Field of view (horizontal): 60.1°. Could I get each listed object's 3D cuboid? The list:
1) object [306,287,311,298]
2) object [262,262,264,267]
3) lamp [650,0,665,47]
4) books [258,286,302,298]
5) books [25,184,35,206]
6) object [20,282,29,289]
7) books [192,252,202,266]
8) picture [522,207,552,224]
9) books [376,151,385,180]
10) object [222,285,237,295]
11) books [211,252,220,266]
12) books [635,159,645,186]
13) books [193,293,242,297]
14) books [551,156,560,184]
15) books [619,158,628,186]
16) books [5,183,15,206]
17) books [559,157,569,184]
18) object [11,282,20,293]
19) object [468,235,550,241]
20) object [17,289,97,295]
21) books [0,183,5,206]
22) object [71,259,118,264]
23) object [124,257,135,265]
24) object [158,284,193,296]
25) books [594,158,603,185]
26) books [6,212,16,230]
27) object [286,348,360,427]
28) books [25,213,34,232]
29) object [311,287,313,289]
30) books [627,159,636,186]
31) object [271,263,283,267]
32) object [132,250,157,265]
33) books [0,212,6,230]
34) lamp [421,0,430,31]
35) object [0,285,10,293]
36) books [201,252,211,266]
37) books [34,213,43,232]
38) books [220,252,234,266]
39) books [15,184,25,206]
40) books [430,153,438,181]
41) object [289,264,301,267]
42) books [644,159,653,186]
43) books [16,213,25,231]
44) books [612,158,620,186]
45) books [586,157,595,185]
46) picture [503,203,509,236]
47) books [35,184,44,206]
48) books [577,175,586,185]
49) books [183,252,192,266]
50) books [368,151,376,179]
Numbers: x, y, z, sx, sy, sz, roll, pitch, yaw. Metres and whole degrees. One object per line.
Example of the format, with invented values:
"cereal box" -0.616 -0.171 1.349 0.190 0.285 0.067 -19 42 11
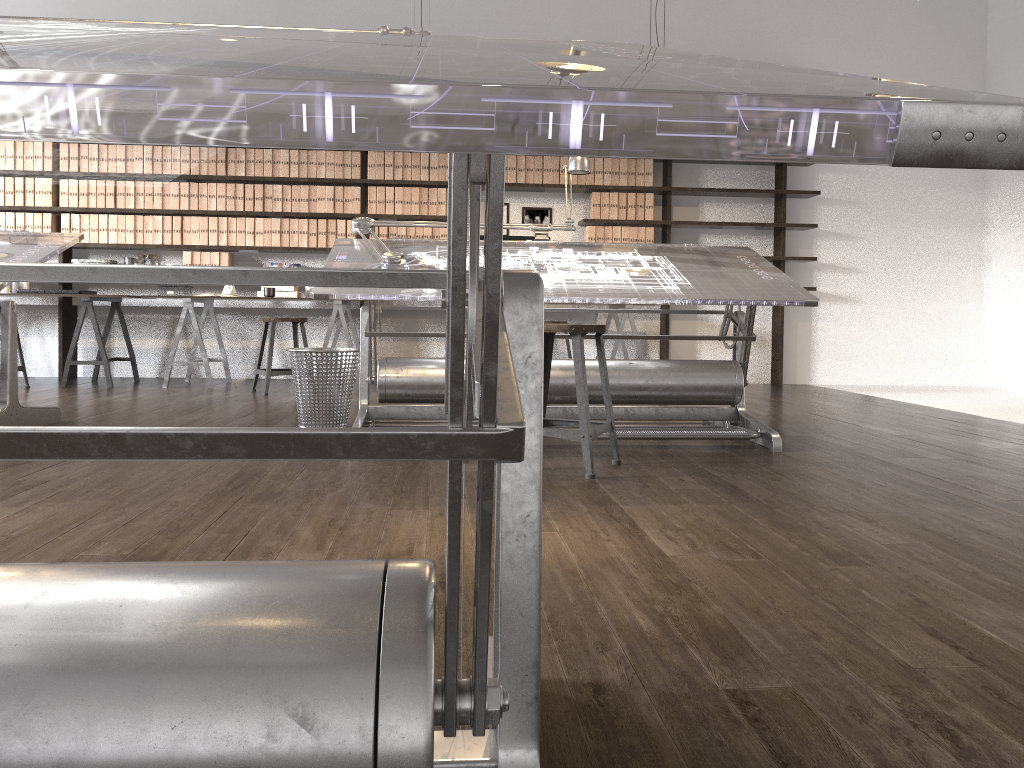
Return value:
"object" -1.587 -0.715 6.938 0.062 0.094 0.062 2 3 36
"object" -1.985 -0.898 7.107 0.041 0.168 0.009 1 1 -1
"lamp" 0.973 -3.031 5.858 0.311 2.250 0.313 1 1 20
"books" -1.778 -0.722 6.753 0.294 0.147 0.386 0 4 -5
"books" -3.719 -1.482 6.901 0.067 0.225 0.175 1 2 -5
"object" -3.720 -0.730 6.762 0.062 0.094 0.062 3 3 44
"books" -2.476 -0.929 7.015 0.067 0.225 0.175 1 2 -5
"picture" 0.208 -1.381 7.389 0.251 0.183 0.023 0 1 -5
"books" -1.053 -1.738 7.106 0.067 0.225 0.175 1 2 -5
"object" -2.193 -0.771 6.879 0.101 0.209 0.101 2 2 40
"books" -2.335 -0.928 7.023 0.067 0.225 0.175 1 2 -5
"books" 1.036 -1.724 7.284 0.067 0.225 0.175 1 2 -5
"books" -2.160 -0.656 6.545 0.354 0.029 0.257 0 4 -4
"books" 0.344 -1.728 7.221 0.067 0.225 0.175 1 2 -5
"books" 0.899 -1.724 7.267 0.067 0.225 0.175 1 2 -5
"books" -3.867 -1.483 6.889 0.067 0.225 0.175 1 2 -5
"books" 0.416 -1.728 7.227 0.067 0.225 0.175 1 2 -5
"object" -3.762 -0.726 6.711 0.063 0.093 0.062 3 3 44
"object" -0.026 -0.901 6.960 0.643 0.517 0.205 1 2 -5
"object" -3.308 -0.667 6.453 0.445 0.033 0.313 0 4 -5
"books" -3.938 -1.483 6.878 0.067 0.225 0.175 1 2 -5
"object" -3.285 -0.899 6.970 0.317 0.152 0.193 0 3 -5
"object" -3.059 -0.915 7.076 0.079 0.188 0.079 0 2 -26
"object" -2.553 -0.741 6.726 0.203 0.160 0.285 1 4 -5
"books" 0.697 -1.726 7.252 0.067 0.225 0.175 1 2 -5
"books" -3.861 -1.212 6.889 0.067 0.225 0.175 1 2 -5
"object" -0.911 0.019 4.281 0.353 0.377 0.353 2 3 17
"books" -3.726 -1.211 6.904 0.067 0.225 0.175 1 2 -5
"object" -1.536 -0.710 6.894 0.062 0.093 0.063 2 3 36
"books" 0.966 -1.724 7.279 0.067 0.225 0.175 1 2 -5
"object" -1.884 -0.887 7.093 0.095 0.161 0.094 0 2 -9
"object" -2.910 -0.956 7.009 0.181 0.271 0.156 0 2 -21
"books" -3.934 -1.213 6.886 0.067 0.225 0.175 1 2 -5
"lamp" -0.576 -3.042 5.731 0.311 2.250 0.313 1 1 20
"object" -3.813 -0.724 6.663 0.062 0.094 0.062 2 3 35
"books" -2.405 -0.928 7.021 0.067 0.225 0.175 1 2 -5
"books" -3.661 -1.211 6.912 0.067 0.225 0.175 1 2 -5
"books" -2.264 -0.927 7.033 0.067 0.225 0.175 1 2 -5
"books" -3.792 -1.482 6.889 0.067 0.225 0.175 1 2 -5
"books" -0.628 -1.735 7.145 0.067 0.225 0.175 1 2 -5
"object" -1.757 -0.887 7.114 0.094 0.161 0.206 1 3 -3
"books" 1.107 -1.723 7.286 0.067 0.225 0.175 1 2 -5
"books" -3.789 -1.211 6.895 0.067 0.225 0.175 1 2 -5
"books" 0.832 -1.725 7.266 0.067 0.225 0.175 1 2 -5
"books" 0.627 -1.727 7.250 0.067 0.225 0.175 1 2 -5
"picture" -0.126 -1.363 7.364 0.201 0.284 0.022 1 1 -5
"books" -3.643 -1.481 6.905 0.067 0.225 0.175 1 2 -5
"books" 0.557 -1.727 7.246 0.067 0.225 0.175 1 2 -5
"books" -2.543 -0.929 7.004 0.067 0.225 0.175 1 2 -5
"books" -1.116 -1.739 7.106 0.067 0.225 0.175 1 2 -5
